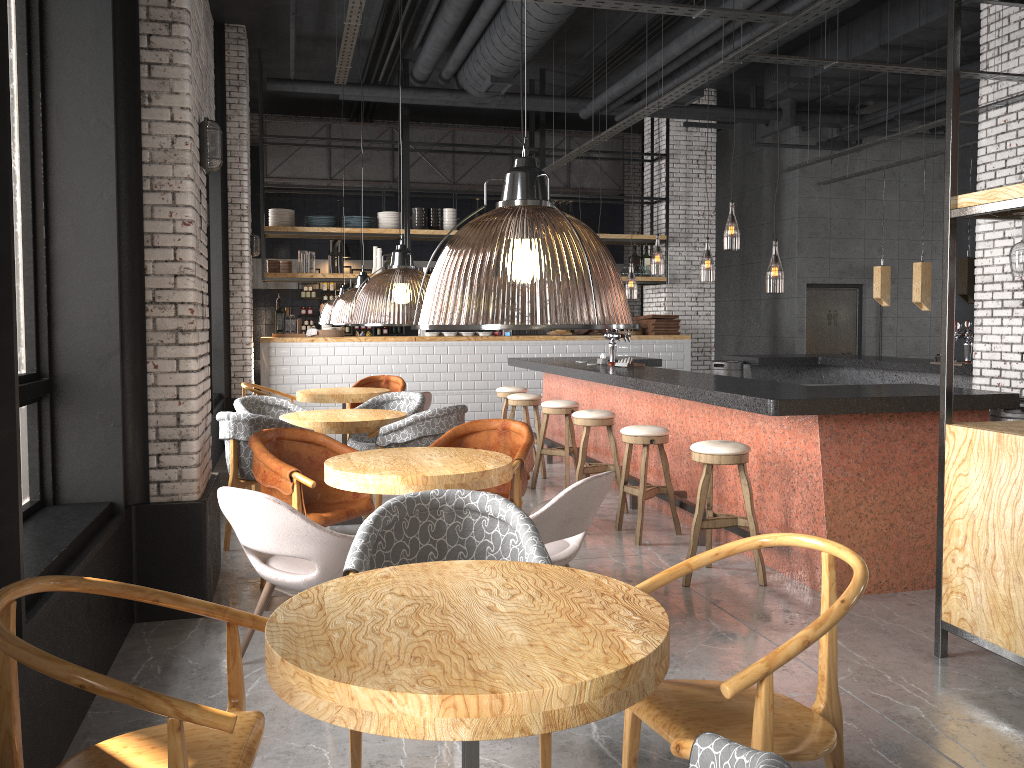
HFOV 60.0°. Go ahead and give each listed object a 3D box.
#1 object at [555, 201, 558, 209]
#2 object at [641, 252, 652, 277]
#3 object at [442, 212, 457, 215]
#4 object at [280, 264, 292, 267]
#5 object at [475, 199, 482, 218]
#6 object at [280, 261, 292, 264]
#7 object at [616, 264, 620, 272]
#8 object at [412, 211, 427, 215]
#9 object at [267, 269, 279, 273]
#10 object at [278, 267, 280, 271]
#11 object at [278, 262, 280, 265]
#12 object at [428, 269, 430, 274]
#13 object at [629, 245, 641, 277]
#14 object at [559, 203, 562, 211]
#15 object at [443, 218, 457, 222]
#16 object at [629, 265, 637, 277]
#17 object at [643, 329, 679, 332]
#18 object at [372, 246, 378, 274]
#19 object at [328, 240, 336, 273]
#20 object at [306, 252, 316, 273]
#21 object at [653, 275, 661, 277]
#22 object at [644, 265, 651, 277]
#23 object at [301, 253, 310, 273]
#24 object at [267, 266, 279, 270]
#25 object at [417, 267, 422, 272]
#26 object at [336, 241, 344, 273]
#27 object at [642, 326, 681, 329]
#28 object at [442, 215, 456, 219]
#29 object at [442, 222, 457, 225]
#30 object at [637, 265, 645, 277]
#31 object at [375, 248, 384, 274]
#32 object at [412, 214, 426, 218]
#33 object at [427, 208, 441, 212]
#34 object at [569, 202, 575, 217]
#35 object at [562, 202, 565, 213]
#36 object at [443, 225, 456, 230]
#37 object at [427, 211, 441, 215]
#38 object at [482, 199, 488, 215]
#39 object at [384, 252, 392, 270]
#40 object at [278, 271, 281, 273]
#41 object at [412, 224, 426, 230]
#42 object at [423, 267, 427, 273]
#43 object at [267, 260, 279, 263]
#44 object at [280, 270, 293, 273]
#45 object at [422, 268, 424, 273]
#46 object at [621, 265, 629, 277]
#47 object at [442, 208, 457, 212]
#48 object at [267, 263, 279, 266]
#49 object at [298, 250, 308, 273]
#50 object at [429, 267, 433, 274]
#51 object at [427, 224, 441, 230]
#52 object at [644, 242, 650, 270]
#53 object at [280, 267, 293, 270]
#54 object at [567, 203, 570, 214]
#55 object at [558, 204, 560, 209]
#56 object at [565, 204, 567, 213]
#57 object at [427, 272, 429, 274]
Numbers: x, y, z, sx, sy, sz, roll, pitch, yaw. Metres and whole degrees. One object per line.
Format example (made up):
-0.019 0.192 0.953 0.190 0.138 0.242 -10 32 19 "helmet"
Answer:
0.628 -2.357 12.570 0.098 0.458 0.098 0 3 8 "object"
1.986 -1.766 13.114 0.157 0.405 0.106 -1 3 -10 "object"
-0.868 -2.334 12.327 0.196 0.100 0.197 -1 4 -18 "object"
-3.016 -1.573 11.847 0.157 0.053 0.168 -1 4 -9 "object"
-0.473 -2.347 12.372 0.098 0.470 0.098 0 3 8 "object"
-3.017 -1.614 11.845 0.157 0.053 0.168 -1 4 -9 "object"
1.510 -1.637 12.821 0.118 0.180 0.118 2 4 40 "object"
-1.276 -2.327 12.223 0.196 0.107 0.197 1 4 14 "object"
-3.142 -1.479 11.668 0.157 0.053 0.168 -1 4 -14 "object"
-3.190 -1.541 11.916 0.157 0.053 0.168 -1 4 -14 "object"
-3.190 -1.618 11.913 0.157 0.053 0.168 -1 4 -14 "object"
-1.127 -1.544 12.190 0.072 0.097 0.072 1 3 14 "object"
1.807 -1.835 13.051 0.157 0.553 0.106 -1 3 -10 "object"
0.703 -2.368 12.729 0.098 0.458 0.098 -2 4 -36 "object"
-0.867 -2.246 12.329 0.196 0.104 0.197 1 4 21 "object"
1.754 -1.640 12.854 0.118 0.180 0.118 1 3 19 "object"
2.079 -0.769 12.696 0.405 0.044 0.636 -1 4 -11 "object"
-1.872 -1.690 12.181 0.126 0.394 0.126 1 3 26 "object"
-2.459 -1.722 12.107 0.098 0.470 0.098 -2 4 -36 "object"
-2.678 -1.610 11.817 0.118 0.293 0.169 -1 3 -9 "object"
2.112 -1.645 12.922 0.118 0.180 0.118 0 3 10 "object"
1.981 -1.646 12.943 0.118 0.180 0.118 -2 4 -30 "object"
-2.717 -1.591 11.697 0.106 0.264 0.152 1 3 14 "object"
-3.142 -1.524 11.666 0.157 0.053 0.168 -1 4 -14 "object"
-1.254 -1.533 12.038 0.072 0.097 0.072 0 3 8 "object"
-2.354 -1.724 12.133 0.098 0.470 0.098 -2 4 -36 "object"
2.079 -0.813 12.694 0.405 0.044 0.636 -1 4 -17 "object"
-0.870 -2.291 12.332 0.196 0.103 0.197 0 4 2 "object"
-0.869 -2.202 12.331 0.196 0.104 0.196 -3 5 -38 "object"
1.868 -1.643 12.896 0.118 0.180 0.118 -3 4 -38 "object"
-1.801 -1.664 12.045 0.132 0.360 0.127 0 3 11 "object"
-1.281 -2.282 12.227 0.196 0.100 0.196 3 5 41 "object"
-1.076 -2.375 12.276 0.196 0.102 0.196 -3 5 -38 "object"
0.841 -2.361 12.624 0.098 0.458 0.098 -2 4 -36 "object"
0.736 -2.359 12.598 0.098 0.458 0.098 -2 4 -36 "object"
-0.866 -2.158 12.333 0.196 0.105 0.196 -3 5 -36 "object"
-1.076 -2.330 12.274 0.196 0.102 0.196 -2 4 -21 "object"
-0.368 -2.349 12.399 0.098 0.470 0.098 0 3 8 "object"
-1.645 -1.643 12.099 0.196 0.305 0.196 1 3 24 "object"
-3.189 -1.496 11.919 0.157 0.053 0.168 -1 4 -14 "object"
-1.282 -2.150 12.235 0.196 0.102 0.197 0 4 -2 "object"
-1.178 -1.534 12.057 0.072 0.097 0.072 1 4 26 "object"
-3.143 -1.601 11.662 0.157 0.053 0.168 -1 4 -14 "object"
-3.016 -1.492 11.851 0.157 0.053 0.168 -1 4 -9 "object"
-1.206 -1.542 12.170 0.072 0.097 0.072 -1 3 -13 "object"
1.632 -1.638 12.833 0.118 0.180 0.118 2 4 35 "object"
-0.868 -2.379 12.328 0.196 0.103 0.196 -3 5 -36 "object"
-3.142 -1.560 11.664 0.157 0.053 0.168 -1 4 -14 "object"
-2.802 -1.633 11.934 0.126 0.313 0.179 1 3 18 "object"
-1.098 -1.536 12.077 0.072 0.097 0.072 0 3 6 "object"
-1.077 -2.154 12.288 0.196 0.104 0.196 1 4 22 "object"
1.987 -1.841 13.106 0.140 0.549 0.097 -1 3 -10 "object"
-3.016 -1.537 11.849 0.157 0.053 0.168 -1 4 -9 "object"
0.808 -2.370 12.755 0.098 0.458 0.098 -2 4 -36 "object"
0.671 -2.377 12.860 0.098 0.458 0.098 -2 4 -36 "object"
0.775 -2.379 12.886 0.098 0.458 0.098 -2 4 -36 "object"
-1.155 -1.552 12.304 0.072 0.097 0.072 1 3 16 "object"
